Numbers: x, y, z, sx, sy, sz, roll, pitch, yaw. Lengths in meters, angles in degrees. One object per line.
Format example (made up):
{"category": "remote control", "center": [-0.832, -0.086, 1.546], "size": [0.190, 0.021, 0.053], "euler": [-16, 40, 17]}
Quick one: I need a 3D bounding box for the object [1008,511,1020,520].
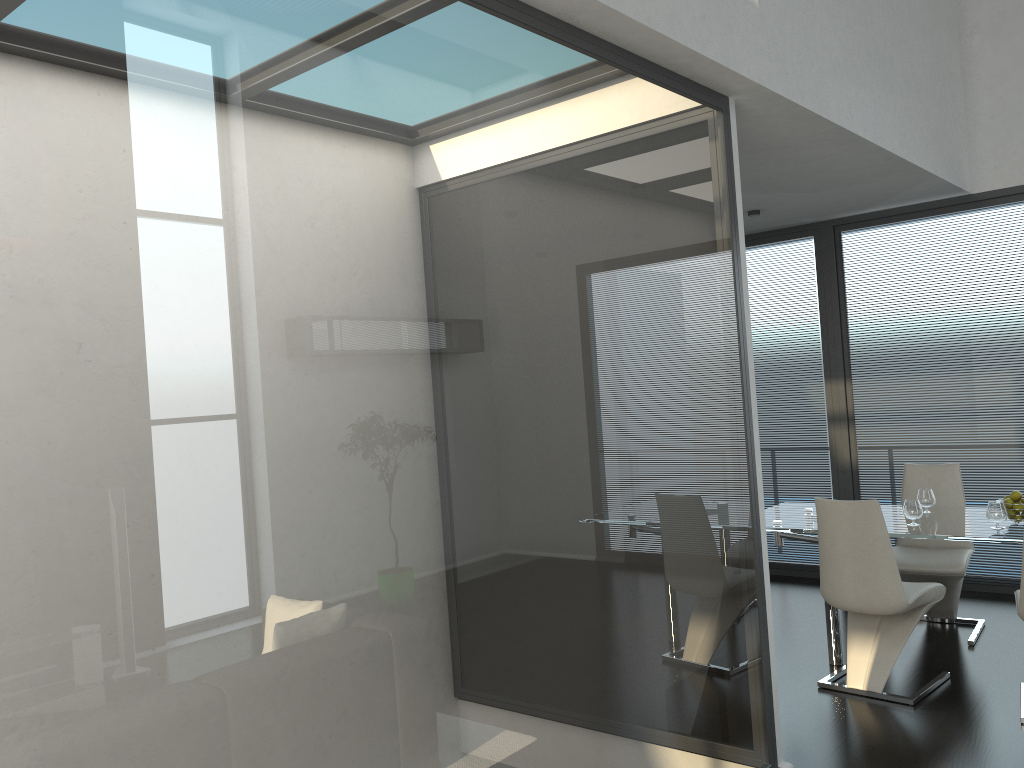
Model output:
{"category": "object", "center": [2.576, 0.669, 4.554], "size": [0.061, 0.056, 0.059], "euler": [-4, 0, -5]}

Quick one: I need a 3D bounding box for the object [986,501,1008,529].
{"category": "object", "center": [2.418, 0.653, 4.420], "size": [0.098, 0.132, 0.098], "euler": [-4, -1, -30]}

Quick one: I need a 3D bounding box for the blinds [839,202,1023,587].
{"category": "blinds", "center": [3.229, 0.087, 5.964], "size": [1.874, 2.537, 0.018], "euler": [-4, -1, 40]}

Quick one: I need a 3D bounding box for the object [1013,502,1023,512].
{"category": "object", "center": [2.560, 0.622, 4.479], "size": [0.054, 0.048, 0.055], "euler": [-4, -1, 33]}

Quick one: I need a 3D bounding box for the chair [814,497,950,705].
{"category": "chair", "center": [1.831, 1.016, 4.453], "size": [0.471, 0.959, 0.612], "euler": [-5, -1, 45]}

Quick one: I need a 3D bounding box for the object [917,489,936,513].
{"category": "object", "center": [2.351, 0.663, 5.034], "size": [0.098, 0.132, 0.098], "euler": [-4, -1, -30]}

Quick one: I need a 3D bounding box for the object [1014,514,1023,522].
{"category": "object", "center": [2.573, 0.680, 4.503], "size": [0.038, 0.038, 0.038], "euler": [-5, -1, 44]}

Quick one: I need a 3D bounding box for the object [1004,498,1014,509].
{"category": "object", "center": [2.539, 0.611, 4.531], "size": [0.050, 0.054, 0.055], "euler": [-4, -1, 9]}

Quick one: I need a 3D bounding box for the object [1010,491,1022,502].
{"category": "object", "center": [2.573, 0.573, 4.527], "size": [0.055, 0.056, 0.055], "euler": [-4, -1, 40]}

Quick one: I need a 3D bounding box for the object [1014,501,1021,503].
{"category": "object", "center": [2.590, 0.608, 4.553], "size": [0.040, 0.038, 0.040], "euler": [-4, -1, 11]}

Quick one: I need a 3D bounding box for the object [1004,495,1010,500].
{"category": "object", "center": [2.571, 0.597, 4.587], "size": [0.047, 0.045, 0.047], "euler": [-5, -1, 41]}

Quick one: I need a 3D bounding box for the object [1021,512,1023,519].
{"category": "object", "center": [2.622, 0.671, 4.521], "size": [0.048, 0.048, 0.048], "euler": [-4, -1, -39]}

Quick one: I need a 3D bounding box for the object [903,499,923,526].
{"category": "object", "center": [2.114, 0.677, 4.677], "size": [0.098, 0.132, 0.098], "euler": [-4, -1, -30]}

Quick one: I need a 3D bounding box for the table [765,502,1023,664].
{"category": "table", "center": [2.556, 1.077, 4.583], "size": [2.720, 0.731, 0.940], "euler": [-4, -1, 40]}

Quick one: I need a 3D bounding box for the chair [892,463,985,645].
{"category": "chair", "center": [2.467, 0.977, 5.245], "size": [0.471, 0.959, 0.612], "euler": [-4, -1, 35]}

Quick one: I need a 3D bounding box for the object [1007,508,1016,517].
{"category": "object", "center": [2.537, 0.653, 4.512], "size": [0.045, 0.042, 0.045], "euler": [-4, -1, 35]}

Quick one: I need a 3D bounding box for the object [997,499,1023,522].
{"category": "object", "center": [2.588, 0.651, 4.527], "size": [0.206, 0.105, 0.206], "euler": [-4, 0, -5]}

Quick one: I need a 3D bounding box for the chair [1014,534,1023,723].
{"category": "chair", "center": [2.485, 0.964, 3.921], "size": [0.471, 0.959, 0.612], "euler": [-4, -1, 30]}

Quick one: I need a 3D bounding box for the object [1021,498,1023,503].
{"category": "object", "center": [2.610, 0.600, 4.505], "size": [0.040, 0.043, 0.044], "euler": [-4, -1, -35]}

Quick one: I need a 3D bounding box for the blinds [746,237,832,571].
{"category": "blinds", "center": [1.679, 0.209, 7.265], "size": [1.787, 2.537, 0.018], "euler": [-4, -1, 40]}
